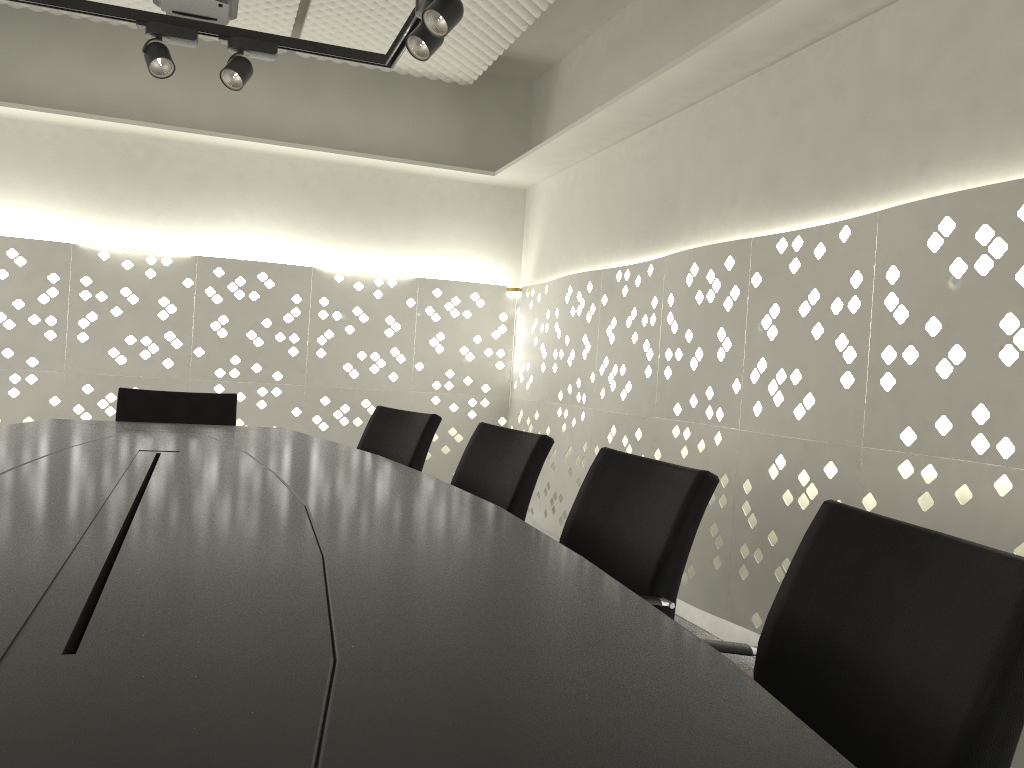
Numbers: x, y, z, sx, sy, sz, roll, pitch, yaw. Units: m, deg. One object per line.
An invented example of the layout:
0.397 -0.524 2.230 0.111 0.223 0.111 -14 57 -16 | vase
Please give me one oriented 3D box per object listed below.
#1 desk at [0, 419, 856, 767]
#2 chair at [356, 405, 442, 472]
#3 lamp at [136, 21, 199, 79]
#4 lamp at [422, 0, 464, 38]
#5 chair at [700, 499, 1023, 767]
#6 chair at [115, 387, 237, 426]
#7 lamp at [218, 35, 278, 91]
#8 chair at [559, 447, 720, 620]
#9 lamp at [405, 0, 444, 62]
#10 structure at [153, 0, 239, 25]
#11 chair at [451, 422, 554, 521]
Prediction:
-0.616 0.515 1.408 1.223 0.658 3.364 3 1 -19 | desk
-0.534 0.453 2.820 0.579 0.757 0.559 3 1 -30 | chair
-1.244 -1.210 3.192 0.213 0.224 0.126 3 1 -16 | lamp
-0.195 -1.135 2.595 0.126 0.224 0.213 3 1 -16 | lamp
0.241 0.525 0.953 0.579 0.757 0.559 4 1 -5 | chair
-1.175 0.409 3.098 0.559 0.757 0.579 4 1 -15 | chair
-0.980 -1.194 3.294 0.214 0.224 0.118 3 1 -31 | lamp
0.053 0.505 1.602 0.579 0.757 0.559 4 1 -15 | chair
-0.268 -1.142 2.806 0.126 0.224 0.213 3 1 -16 | lamp
-1.256 -1.553 3.521 0.327 0.144 0.371 3 1 -19 | structure
-0.202 0.482 2.221 0.579 0.757 0.559 3 1 -20 | chair
